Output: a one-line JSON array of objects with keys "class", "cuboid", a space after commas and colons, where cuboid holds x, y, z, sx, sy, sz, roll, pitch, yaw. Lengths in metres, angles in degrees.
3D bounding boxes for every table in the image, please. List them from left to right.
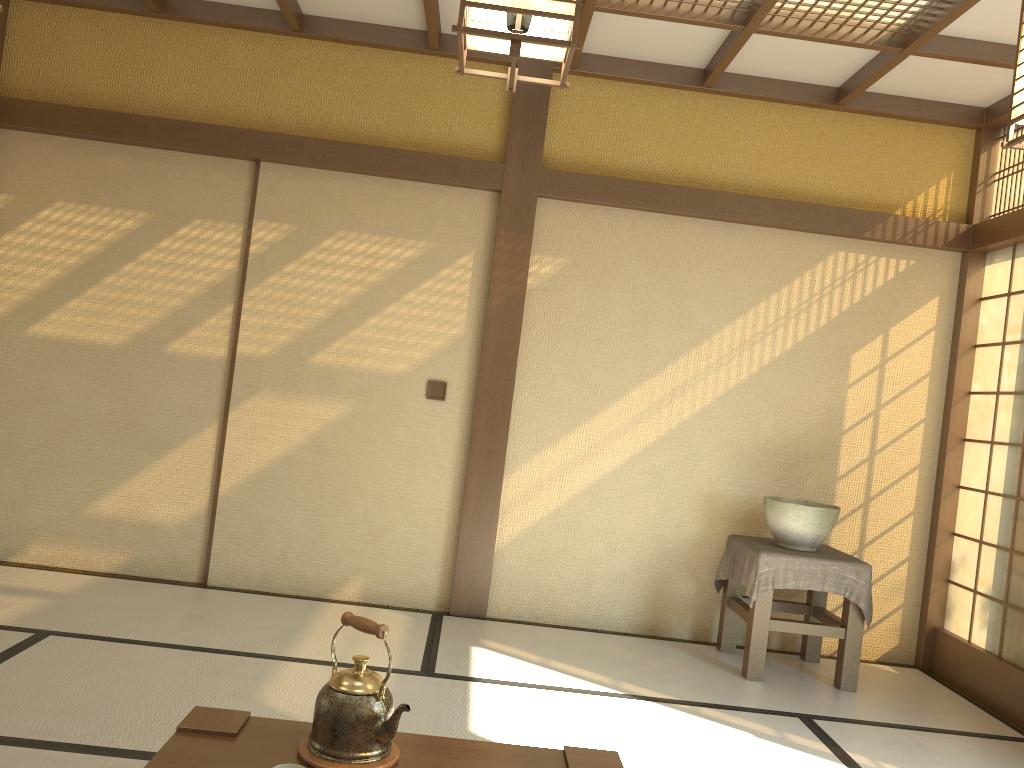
[{"class": "table", "cuboid": [-0.246, 0.982, 1.589, 1.000, 0.350, 1.000, 7, -1, -2]}, {"class": "table", "cuboid": [1.349, 1.092, 4.328, 0.629, 0.595, 0.633, 7, -1, -3]}]

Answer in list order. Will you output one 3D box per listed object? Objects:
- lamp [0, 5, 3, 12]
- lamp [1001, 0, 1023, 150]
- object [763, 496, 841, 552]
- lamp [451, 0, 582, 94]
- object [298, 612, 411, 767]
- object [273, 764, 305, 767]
[{"class": "lamp", "cuboid": [-1.086, -1.304, 1.698, 0.240, 1.129, 0.240, 7, -1, -2]}, {"class": "lamp", "cuboid": [1.225, -1.020, 1.784, 0.240, 1.129, 0.240, 7, -1, -2]}, {"class": "object", "cuboid": [1.400, 0.687, 4.320, 0.357, 0.230, 0.358, 7, -1, -32]}, {"class": "lamp", "cuboid": [0.069, -1.162, 1.741, 0.240, 1.129, 0.240, 7, -1, -2]}, {"class": "object", "cuboid": [-0.335, 0.660, 1.935, 0.226, 0.296, 0.219, 7, -1, -7]}, {"class": "object", "cuboid": [-0.425, 0.762, 1.682, 0.073, 0.052, 0.074, 6, -1, 41]}]
